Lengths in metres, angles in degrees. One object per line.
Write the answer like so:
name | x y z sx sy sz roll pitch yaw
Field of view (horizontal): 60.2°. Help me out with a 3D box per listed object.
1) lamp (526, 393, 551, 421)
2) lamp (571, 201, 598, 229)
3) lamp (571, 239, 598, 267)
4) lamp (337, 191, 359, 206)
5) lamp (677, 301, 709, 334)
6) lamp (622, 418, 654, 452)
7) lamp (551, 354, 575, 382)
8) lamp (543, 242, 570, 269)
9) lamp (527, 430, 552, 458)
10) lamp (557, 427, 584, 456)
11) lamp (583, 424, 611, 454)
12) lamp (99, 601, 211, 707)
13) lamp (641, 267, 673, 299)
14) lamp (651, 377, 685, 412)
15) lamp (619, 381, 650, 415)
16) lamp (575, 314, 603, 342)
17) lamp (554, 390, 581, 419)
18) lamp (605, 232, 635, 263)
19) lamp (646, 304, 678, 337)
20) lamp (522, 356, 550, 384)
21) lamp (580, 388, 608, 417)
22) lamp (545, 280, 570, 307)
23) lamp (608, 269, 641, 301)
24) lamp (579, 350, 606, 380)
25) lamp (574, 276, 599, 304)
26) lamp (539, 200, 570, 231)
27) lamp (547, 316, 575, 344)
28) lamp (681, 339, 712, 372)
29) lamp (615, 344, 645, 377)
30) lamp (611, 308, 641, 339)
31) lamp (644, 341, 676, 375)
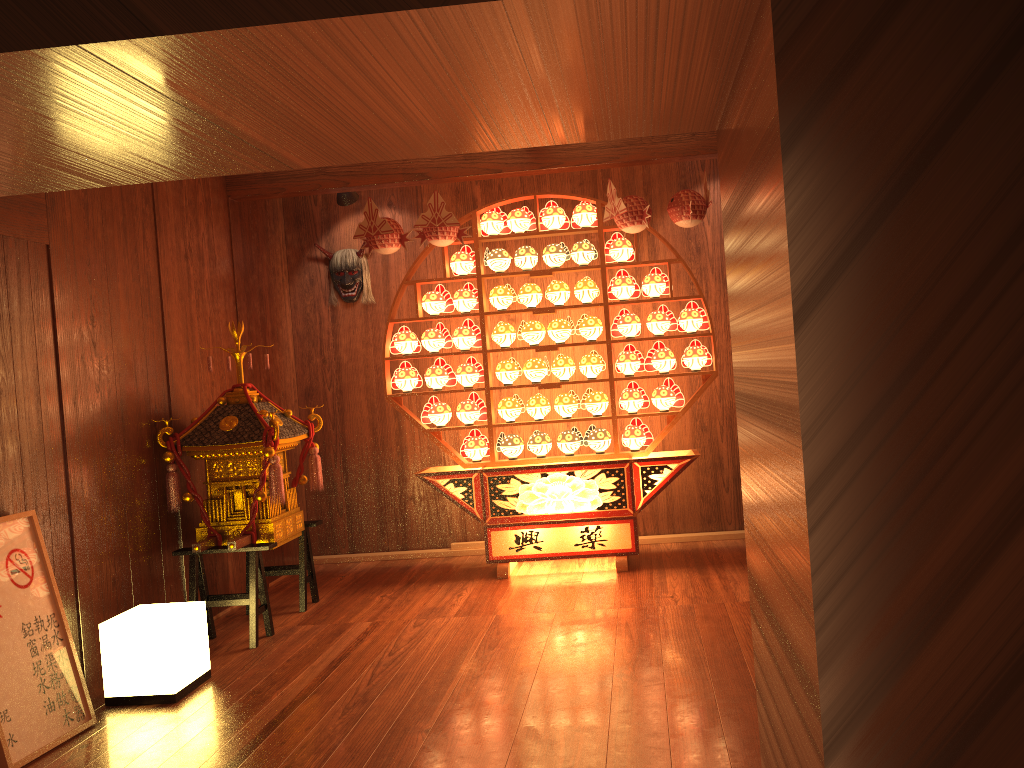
lamp | 0.153 0.138 5.214 0.138 0.161 0.158 -4 1 7
lamp | 0.422 -1.000 5.172 0.187 0.188 0.159 -4 1 11
lamp | 0.411 -0.771 5.178 0.136 0.173 0.160 -4 1 22
lamp | -0.998 -1.162 5.345 0.137 0.176 0.173 -4 1 -8
lamp | 1.036 -0.388 5.141 0.196 0.200 0.160 -4 1 21
lamp | 0.713 0.298 5.181 0.190 0.197 0.160 -4 1 21
lamp | 0.305 -0.097 5.199 0.141 0.167 0.155 -4 1 -8
lamp | 0.243 -0.756 5.196 0.162 0.167 0.134 -5 1 -44
lamp | 0.169 0.356 5.219 0.141 0.161 0.154 -4 1 -13
lamp | 0.329 0.341 5.209 0.135 0.167 0.162 -4 1 36
lamp | 0.518 0.325 5.196 0.144 0.173 0.152 -5 1 -29
lamp | -1.401 1.057 3.489 0.278 0.315 0.282 -4 1 6
lamp | 0.824 -0.591 5.152 0.185 0.195 0.160 -4 1 21
lamp | 0.878 0.065 5.162 0.193 0.200 0.162 -4 1 41
lamp | 0.699 0.081 5.174 0.182 0.194 0.160 -4 1 16
lamp | 0.466 -0.333 5.186 0.143 0.173 0.153 -5 1 -24
lamp | 0.313 0.123 5.206 0.135 0.167 0.162 -4 1 36
lamp | 0.638 -0.801 5.161 0.203 0.200 0.155 -4 1 -9
lamp | 0.848 -0.370 5.157 0.175 0.191 0.162 -4 1 36
lamp | 0.129 -0.082 5.220 0.160 0.161 0.136 -4 1 -19
lamp | 0.501 0.106 5.191 0.144 0.173 0.152 -5 1 -29
lamp | 0.275 -0.537 5.193 0.141 0.167 0.154 -4 1 -13
lamp | 0.648 -0.581 5.164 0.199 0.200 0.158 -4 1 6
lamp | 0.460 -0.112 5.188 0.136 0.173 0.160 -4 1 22
lamp | 0.432 -0.551 5.180 0.138 0.173 0.159 -4 1 12
lamp | 0.243 -0.993 5.185 0.201 0.200 0.156 -4 1 -4
lamp | 0.272 -0.316 5.209 0.162 0.167 0.135 -5 1 -29
lamp | 1.064 -0.166 5.142 0.179 0.192 0.160 -4 1 16
lamp | 0.679 -0.139 5.171 0.186 0.195 0.160 -4 1 16
lamp | 0.687 -0.356 5.167 0.192 0.187 0.154 -4 1 -14
lamp | 0.884 -0.156 5.156 0.203 0.200 0.155 -4 1 -9
